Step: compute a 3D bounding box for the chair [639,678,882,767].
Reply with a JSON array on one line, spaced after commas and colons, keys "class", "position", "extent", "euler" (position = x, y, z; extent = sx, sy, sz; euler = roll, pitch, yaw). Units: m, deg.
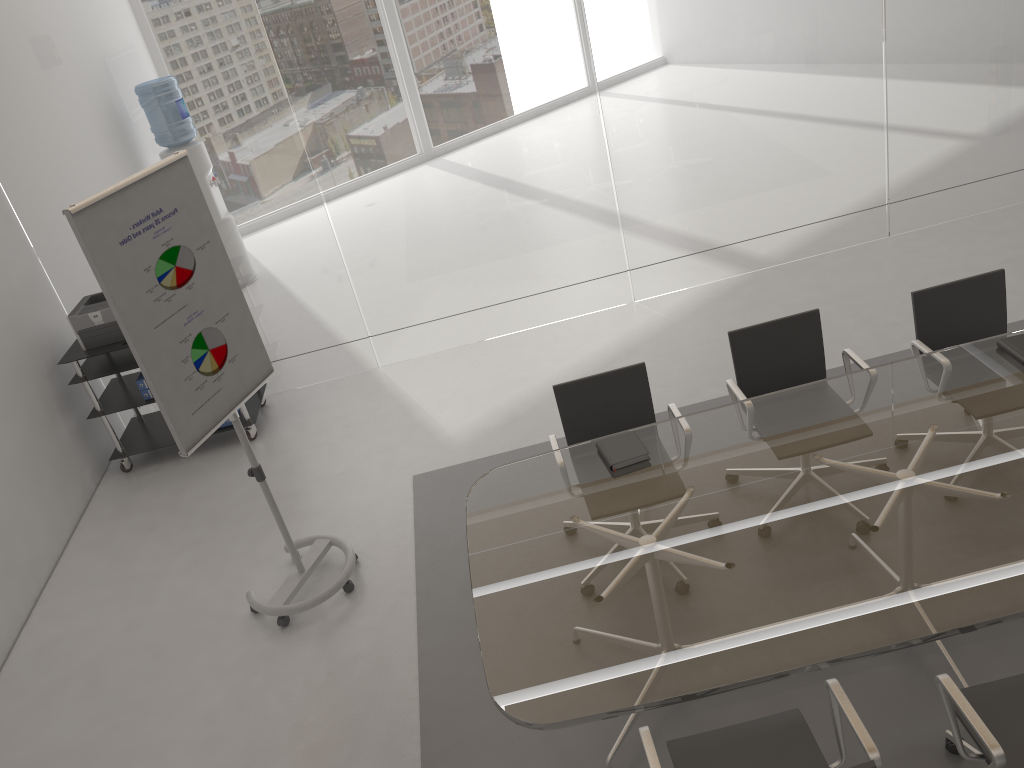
[{"class": "chair", "position": [0.679, 1.135, 2.488], "extent": [0.731, 0.805, 0.710], "euler": [-22, 29, -14]}]

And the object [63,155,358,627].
[{"class": "object", "position": [-1.239, 0.108, 3.873], "extent": [0.560, 2.088, 0.553], "euler": [-21, 29, -13]}]

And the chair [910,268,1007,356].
[{"class": "chair", "position": [2.097, 0.017, 3.841], "extent": [0.731, 0.805, 0.710], "euler": [-23, 29, -15]}]

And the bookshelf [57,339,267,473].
[{"class": "bookshelf", "position": [-2.228, -0.004, 5.837], "extent": [0.985, 0.855, 0.567], "euler": [-14, 28, 0]}]

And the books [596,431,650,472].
[{"class": "books", "position": [0.431, 0.261, 3.462], "extent": [0.164, 0.032, 0.183], "euler": [-17, 28, -5]}]

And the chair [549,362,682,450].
[{"class": "chair", "position": [0.513, 0.429, 3.834], "extent": [0.731, 0.805, 0.710], "euler": [-23, 29, -15]}]

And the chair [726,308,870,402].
[{"class": "chair", "position": [1.302, 0.188, 3.903], "extent": [0.731, 0.805, 0.710], "euler": [-23, 29, -15]}]

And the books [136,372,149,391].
[{"class": "books", "position": [-2.209, -0.083, 5.686], "extent": [0.320, 0.077, 0.263], "euler": [-14, 28, 0]}]

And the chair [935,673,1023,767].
[{"class": "chair", "position": [1.474, 0.967, 2.421], "extent": [0.731, 0.805, 0.710], "euler": [-22, 29, -14]}]

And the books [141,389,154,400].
[{"class": "books", "position": [-2.193, -0.020, 5.719], "extent": [0.320, 0.077, 0.263], "euler": [-14, 28, 0]}]

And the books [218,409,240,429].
[{"class": "books", "position": [-1.980, 0.217, 5.858], "extent": [0.320, 0.077, 0.263], "euler": [-14, 28, 0]}]

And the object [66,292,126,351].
[{"class": "object", "position": [-2.538, -0.426, 5.589], "extent": [0.351, 0.235, 0.350], "euler": [-14, 28, 0]}]

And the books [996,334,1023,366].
[{"class": "books", "position": [2.015, -0.139, 3.446], "extent": [0.164, 0.032, 0.183], "euler": [-14, 28, 2]}]

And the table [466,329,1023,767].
[{"class": "table", "position": [1.416, 0.604, 3.182], "extent": [3.054, 0.721, 1.372], "euler": [-14, 28, 0]}]

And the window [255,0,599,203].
[{"class": "window", "position": [-0.446, -5.433, 10.936], "extent": [8.533, 4.498, 0.100], "euler": [-30, 32, -26]}]
